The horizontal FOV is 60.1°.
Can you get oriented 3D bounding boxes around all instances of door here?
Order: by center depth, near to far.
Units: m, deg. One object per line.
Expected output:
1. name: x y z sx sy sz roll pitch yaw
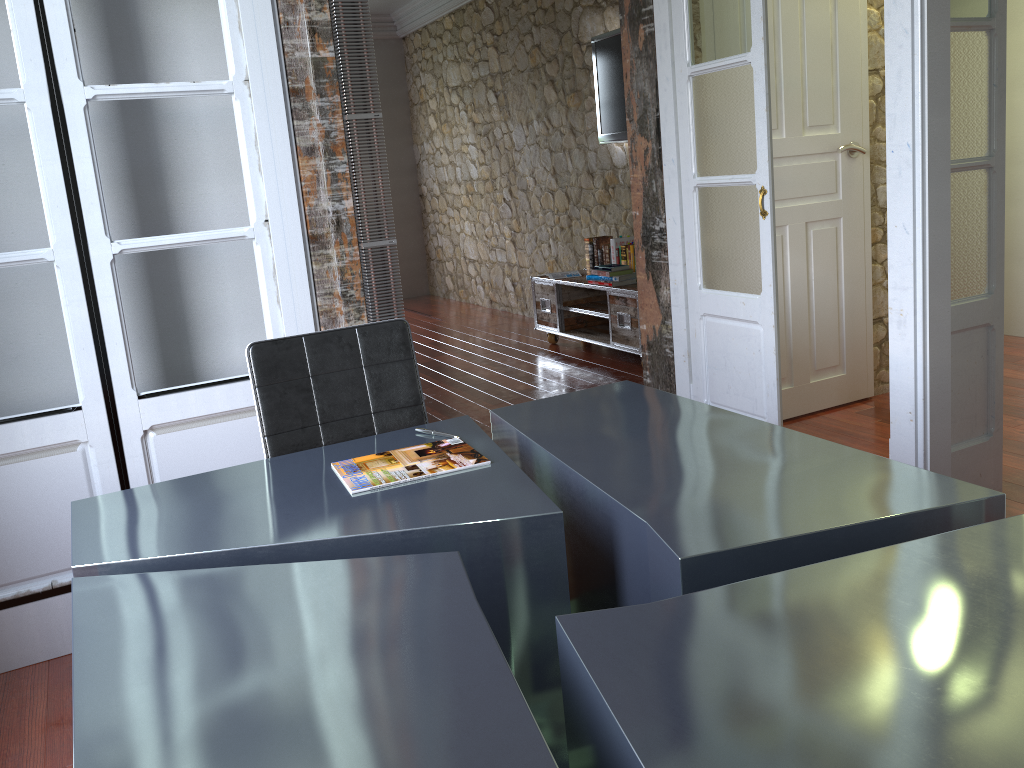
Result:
1. door: -1.210 -0.307 2.523 1.165 2.160 0.041 -11 12 -25
2. door: 1.026 -0.657 3.115 1.189 2.160 0.486 4 14 38
3. door: 1.280 -0.932 4.034 0.872 2.196 0.146 -11 12 -25

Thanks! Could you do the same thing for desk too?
1. desk: 0.096 0.586 1.529 1.451 0.647 1.724 -11 14 -25

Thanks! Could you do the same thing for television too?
1. television: 0.858 -1.893 5.556 0.105 0.724 1.135 -10 13 -24

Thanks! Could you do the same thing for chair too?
1. chair: -0.306 0.352 2.117 0.477 0.910 0.605 -11 13 -25

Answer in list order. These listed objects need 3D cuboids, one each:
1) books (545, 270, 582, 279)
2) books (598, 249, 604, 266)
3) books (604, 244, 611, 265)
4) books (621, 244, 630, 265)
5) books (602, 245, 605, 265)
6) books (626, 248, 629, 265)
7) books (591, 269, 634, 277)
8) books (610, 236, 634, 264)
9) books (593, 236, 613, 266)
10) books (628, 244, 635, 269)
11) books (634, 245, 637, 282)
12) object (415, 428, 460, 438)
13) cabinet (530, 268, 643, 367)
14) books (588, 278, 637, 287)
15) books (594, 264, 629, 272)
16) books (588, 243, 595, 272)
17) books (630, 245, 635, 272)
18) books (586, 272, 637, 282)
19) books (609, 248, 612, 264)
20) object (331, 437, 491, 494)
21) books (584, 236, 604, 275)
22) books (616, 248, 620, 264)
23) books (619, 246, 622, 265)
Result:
1. books: 0.367 -0.799 6.412 0.224 0.028 0.309 -6 13 -5
2. books: 0.672 -0.845 6.140 0.144 0.190 0.048 -11 12 -25
3. books: 0.722 -0.849 6.062 0.172 0.226 0.057 -11 12 -25
4. books: 0.812 -0.813 5.875 0.172 0.226 0.057 -11 12 -25
5. books: 0.705 -0.856 6.105 0.160 0.221 0.038 -11 12 -25
6. books: 0.838 -0.799 5.836 0.169 0.212 0.038 -11 12 -25
7. books: 0.648 -0.729 5.740 0.175 0.030 0.256 -10 14 -20
8. books: 0.759 -0.855 5.986 0.177 0.266 0.053 -11 12 -25
9. books: 0.643 -0.890 6.171 0.140 0.267 0.044 -11 12 -25
10. books: 0.850 -0.802 5.802 0.184 0.232 0.034 -11 12 -25
11. books: 0.880 -0.791 5.743 0.184 0.232 0.034 -11 12 -25
12. object: -0.183 0.120 2.162 0.149 0.011 0.011 6 16 39
13. cabinet: 0.683 -0.467 6.022 0.490 0.505 1.433 -11 14 -25
14. books: 0.653 -0.667 5.746 0.198 0.032 0.286 -12 15 -25
15. books: 0.647 -0.753 5.730 0.144 0.023 0.206 -12 15 -25
16. books: 0.638 -0.882 6.227 0.190 0.227 0.057 -11 12 -25
17. books: 0.861 -0.796 5.771 0.184 0.232 0.034 -11 12 -25
18. books: 0.650 -0.698 5.740 0.199 0.031 0.285 -16 17 -39
19. books: 0.742 -0.832 6.026 0.162 0.204 0.027 -11 12 -25
20. object: -0.228 0.178 1.961 0.308 0.012 0.225 -10 14 -20
21. books: 0.620 -0.911 6.284 0.198 0.260 0.066 -11 12 -25
22. books: 0.778 -0.818 5.955 0.162 0.204 0.026 -11 12 -25
23. books: 0.809 -0.823 5.930 0.175 0.220 0.045 -11 12 -25
